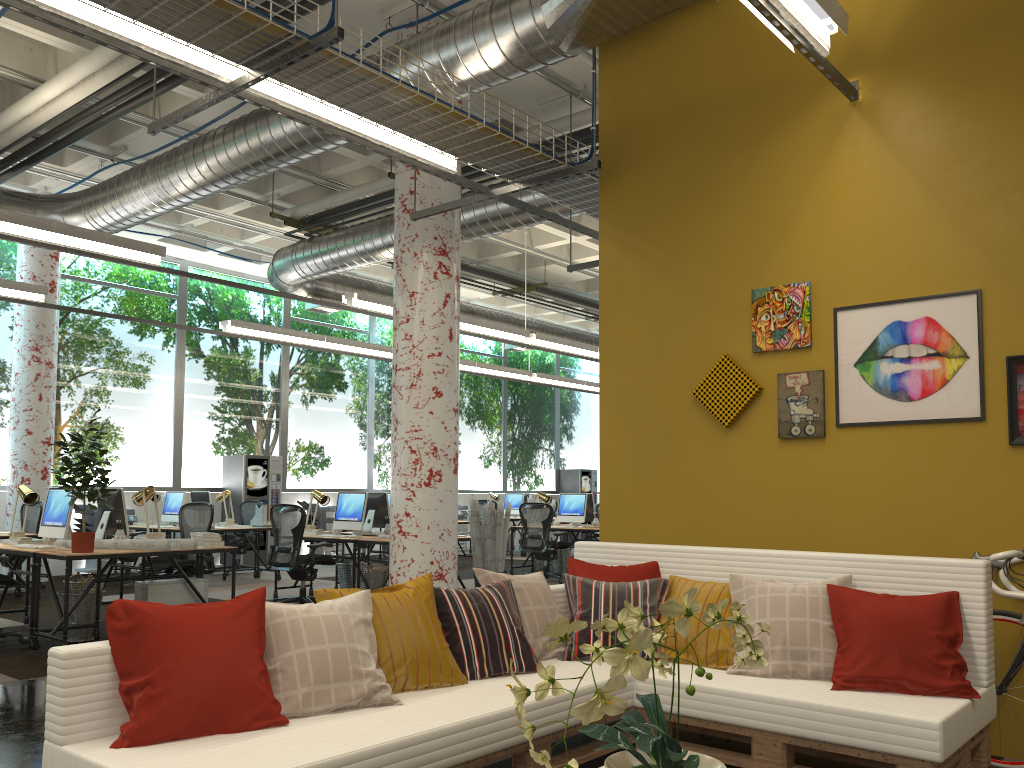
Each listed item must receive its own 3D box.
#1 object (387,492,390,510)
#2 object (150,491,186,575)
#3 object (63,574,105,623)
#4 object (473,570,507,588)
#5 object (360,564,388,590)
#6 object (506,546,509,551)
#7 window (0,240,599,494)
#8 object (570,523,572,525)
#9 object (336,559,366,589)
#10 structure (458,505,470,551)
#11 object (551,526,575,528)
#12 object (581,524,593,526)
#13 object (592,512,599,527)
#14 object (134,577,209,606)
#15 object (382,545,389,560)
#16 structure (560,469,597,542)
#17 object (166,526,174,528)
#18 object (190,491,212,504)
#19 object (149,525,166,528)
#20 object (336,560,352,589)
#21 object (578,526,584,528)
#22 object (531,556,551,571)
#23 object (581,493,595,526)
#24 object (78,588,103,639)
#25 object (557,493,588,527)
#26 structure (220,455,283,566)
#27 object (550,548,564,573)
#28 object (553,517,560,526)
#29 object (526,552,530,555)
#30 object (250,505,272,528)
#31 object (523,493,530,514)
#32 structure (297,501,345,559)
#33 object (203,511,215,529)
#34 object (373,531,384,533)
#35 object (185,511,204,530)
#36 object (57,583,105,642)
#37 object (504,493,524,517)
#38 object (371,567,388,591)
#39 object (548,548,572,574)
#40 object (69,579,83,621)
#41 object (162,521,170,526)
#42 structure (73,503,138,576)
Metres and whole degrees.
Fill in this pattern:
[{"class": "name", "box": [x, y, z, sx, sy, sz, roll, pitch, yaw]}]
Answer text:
[{"class": "object", "box": [-2.041, 2.099, 15.145, 0.484, 0.483, 0.190, -4, -6, 40]}, {"class": "object", "box": [-4.829, 2.089, 12.265, 1.079, 1.204, 0.191, -4, -6, 40]}, {"class": "object", "box": [-3.860, 1.931, 7.991, 0.359, 0.433, 0.354, -4, -7, 36]}, {"class": "object", "box": [-0.230, 2.165, 9.307, 0.353, 0.397, 0.354, 1, -5, -5]}, {"class": "object", "box": [-1.484, 2.152, 9.498, 0.359, 0.433, 0.354, -4, -7, 36]}, {"class": "object", "box": [-0.151, 3.262, 18.268, 0.235, 0.401, 0.120, -4, -6, 41]}, {"class": "window", "box": [-5.997, -0.246, 13.479, 0.050, 3.747, 26.279, -3, -8, 40]}, {"class": "object", "box": [0.929, 2.154, 13.633, 0.059, 0.029, 0.106, -5, -9, 41]}, {"class": "object", "box": [-1.899, 2.266, 10.428, 0.359, 0.433, 0.354, -4, -7, 36]}, {"class": "structure", "box": [-1.264, 2.951, 18.416, 0.504, 1.053, 1.061, -4, -7, 40]}, {"class": "object", "box": [0.711, 2.023, 12.538, 0.440, 0.017, 0.119, -6, -9, 40]}, {"class": "object", "box": [1.175, 2.135, 13.417, 0.440, 0.017, 0.119, -6, -9, 40]}, {"class": "object", "box": [1.234, 1.989, 13.007, 0.101, 0.208, 0.102, 1, -5, -5]}, {"class": "object", "box": [-2.789, 1.840, 7.273, 0.221, 0.453, 0.543, -4, -7, 40]}, {"class": "object", "box": [-2.238, 2.943, 15.785, 0.235, 0.401, 0.120, -4, -6, 41]}, {"class": "structure", "box": [1.658, 3.024, 21.914, 0.639, 1.803, 0.752, -3, -6, 40]}, {"class": "object", "box": [-4.518, 1.887, 11.714, 0.059, 0.029, 0.106, -5, -9, 41]}, {"class": "object", "box": [-4.463, 1.779, 12.671, 0.484, 0.483, 0.190, -4, -6, 40]}, {"class": "object", "box": [-4.765, 1.919, 11.929, 0.440, 0.017, 0.119, -6, -9, 40]}, {"class": "object", "box": [-1.954, 2.272, 10.370, 0.235, 0.401, 0.120, -4, -6, 41]}, {"class": "object", "box": [0.958, 1.991, 12.323, 0.059, 0.029, 0.106, -5, -9, 41]}, {"class": "object", "box": [0.455, 2.739, 13.903, 0.353, 0.397, 0.354, 1, -5, -5]}, {"class": "object", "box": [1.014, 1.883, 13.280, 0.484, 0.483, 0.190, -4, -6, 40]}, {"class": "object", "box": [-3.390, 1.838, 7.118, 0.235, 0.401, 0.120, -4, -6, 41]}, {"class": "object", "box": [0.875, 1.811, 12.708, 0.484, 0.483, 0.190, -4, -6, 40]}, {"class": "structure", "box": [-4.338, 2.106, 14.780, 0.639, 1.803, 0.752, -3, -6, 40]}, {"class": "object", "box": [0.678, 2.655, 13.348, 0.235, 0.401, 0.120, -4, -6, 41]}, {"class": "object", "box": [0.654, 1.980, 12.961, 0.101, 0.208, 0.102, 1, -5, -5]}, {"class": "object", "box": [0.373, 3.164, 17.452, 0.235, 0.401, 0.120, -4, -6, 41]}, {"class": "object", "box": [-3.435, 1.809, 12.129, 0.281, 0.301, 0.150, -4, -7, 40]}, {"class": "object", "box": [0.185, 2.490, 18.200, 0.484, 0.483, 0.190, -4, -6, 40]}, {"class": "structure", "box": [-3.350, 2.632, 15.934, 0.504, 1.053, 1.061, -4, -7, 40]}, {"class": "object", "box": [-3.990, 1.724, 11.469, 0.281, 0.301, 0.150, -4, -7, 40]}, {"class": "object", "box": [-1.457, 1.751, 10.438, 0.440, 0.017, 0.119, -6, -9, 40]}, {"class": "object", "box": [-4.085, 1.709, 11.356, 0.281, 0.301, 0.150, -4, -7, 40]}, {"class": "object", "box": [-3.445, 1.818, 7.062, 0.359, 0.433, 0.354, -4, -7, 36]}, {"class": "object", "box": [0.046, 2.418, 17.628, 0.484, 0.483, 0.190, -4, -6, 40]}, {"class": "object", "box": [-1.429, 2.173, 9.554, 0.235, 0.401, 0.120, -4, -6, 41]}, {"class": "object", "box": [0.733, 2.649, 13.406, 0.359, 0.433, 0.354, -4, -7, 36]}, {"class": "object", "box": [-3.915, 1.937, 7.933, 0.235, 0.401, 0.120, -4, -6, 41]}, {"class": "object", "box": [-4.823, 1.876, 12.352, 0.101, 0.208, 0.102, 1, -5, -5]}, {"class": "structure", "box": [-5.911, 2.240, 12.887, 0.504, 1.053, 1.061, -4, -7, 40]}]
